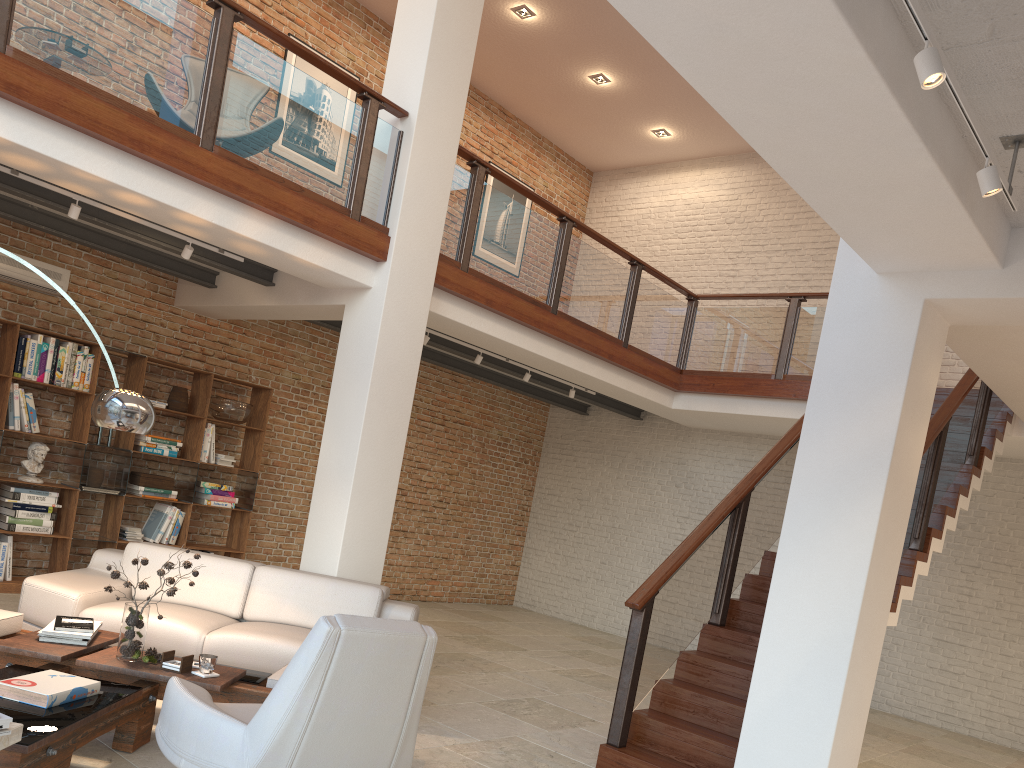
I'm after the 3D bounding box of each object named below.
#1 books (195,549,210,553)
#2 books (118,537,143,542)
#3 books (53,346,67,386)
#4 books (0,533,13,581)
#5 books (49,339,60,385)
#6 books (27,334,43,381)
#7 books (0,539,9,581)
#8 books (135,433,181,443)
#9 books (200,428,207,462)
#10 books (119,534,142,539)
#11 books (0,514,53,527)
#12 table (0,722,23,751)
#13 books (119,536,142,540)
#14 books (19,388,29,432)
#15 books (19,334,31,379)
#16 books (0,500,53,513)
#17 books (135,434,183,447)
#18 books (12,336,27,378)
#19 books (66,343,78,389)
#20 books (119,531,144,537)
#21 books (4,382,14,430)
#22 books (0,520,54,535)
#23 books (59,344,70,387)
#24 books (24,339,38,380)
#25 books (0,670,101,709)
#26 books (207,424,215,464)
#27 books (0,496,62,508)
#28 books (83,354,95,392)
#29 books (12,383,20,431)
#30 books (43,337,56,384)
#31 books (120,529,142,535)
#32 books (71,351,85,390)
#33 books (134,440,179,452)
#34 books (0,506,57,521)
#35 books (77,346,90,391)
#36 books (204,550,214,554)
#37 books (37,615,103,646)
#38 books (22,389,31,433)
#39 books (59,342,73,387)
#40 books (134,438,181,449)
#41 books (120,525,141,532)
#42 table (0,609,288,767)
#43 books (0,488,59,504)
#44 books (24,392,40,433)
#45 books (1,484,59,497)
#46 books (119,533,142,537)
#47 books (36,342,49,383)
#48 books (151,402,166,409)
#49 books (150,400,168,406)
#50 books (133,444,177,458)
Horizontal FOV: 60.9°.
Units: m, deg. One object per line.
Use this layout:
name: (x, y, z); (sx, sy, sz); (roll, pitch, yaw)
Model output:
books: (-3.111, 1.850, 8.713); (0.240, 0.384, 0.070); (10, 2, 40)
books: (-3.578, 1.436, 8.113); (0.233, 0.019, 0.174); (6, -9, 28)
books: (-3.858, -0.153, 7.346); (0.251, 0.329, 0.056); (10, 1, 40)
books: (-4.271, 1.447, 7.335); (0.240, 0.384, 0.080); (10, 2, 40)
books: (-3.894, -0.191, 7.318); (0.240, 0.383, 0.037); (10, 2, 40)
books: (-3.974, -0.220, 7.215); (0.240, 0.383, 0.037); (10, 2, 40)
books: (-4.299, 1.462, 7.275); (0.251, 0.329, 0.056); (10, 1, 40)
books: (-3.320, 0.496, 8.136); (0.268, 0.020, 0.363); (4, -10, 39)
books: (-3.062, 0.576, 8.430); (0.251, 0.329, 0.056); (10, 1, 40)
books: (-3.578, 1.406, 8.089); (0.249, 0.017, 0.165); (5, -9, 35)
books: (-4.135, 1.149, 7.392); (0.279, 0.055, 0.370); (4, -10, 43)
table: (-1.876, 1.273, 2.598); (0.495, 0.502, 0.497); (10, -2, 1)
books: (-3.574, 1.421, 8.102); (0.239, 0.008, 0.159); (5, -9, 35)
books: (-4.086, 0.210, 7.205); (0.268, 0.348, 0.126); (10, 1, 41)
books: (-4.041, -0.226, 7.158); (0.268, 0.358, 0.021); (10, 2, 40)
books: (-4.103, 1.028, 7.356); (0.251, 0.055, 0.333); (5, -9, 35)
books: (-3.309, 0.526, 8.126); (0.241, 0.036, 0.388); (5, -9, 34)
books: (-4.069, -0.221, 7.130); (0.251, 0.329, 0.056); (10, 1, 40)
books: (-3.797, -0.157, 7.434); (0.240, 0.383, 0.037); (10, 2, 40)
books: (-3.568, 1.384, 8.110); (0.233, 0.019, 0.174); (6, -9, 33)
books: (-4.151, 0.172, 7.143); (0.240, 0.383, 0.103); (10, 2, 41)
books: (-4.131, 1.210, 7.383); (0.241, 0.064, 0.388); (6, -9, 35)
books: (-3.842, -0.159, 7.384); (0.268, 0.358, 0.021); (10, 2, 40)
books: (-4.005, -0.203, 7.178); (0.251, 0.329, 0.056); (10, 1, 40)
books: (-1.950, 1.281, 3.671); (0.253, 0.056, 0.331); (9, -7, 11)
books: (-2.990, 0.577, 8.543); (0.240, 0.383, 0.103); (10, 2, 41)
books: (-4.095, 0.994, 7.375); (0.268, 0.020, 0.454); (4, -10, 40)
books: (-3.723, -0.099, 7.556); (0.251, 0.329, 0.056); (10, 1, 40)
books: (-4.110, 0.182, 7.157); (0.240, 0.383, 0.105); (10, 2, 41)
books: (-3.910, -0.199, 7.283); (0.240, 0.383, 0.037); (10, 2, 40)
books: (-3.570, 1.362, 8.087); (0.249, 0.017, 0.165); (4, -10, 40)
books: (-3.769, -0.120, 7.468); (0.251, 0.329, 0.056); (10, 1, 40)
books: (-3.344, 0.575, 8.127); (0.241, 0.036, 0.388); (4, -10, 40)
books: (-4.105, 1.094, 7.387); (0.241, 0.064, 0.387); (7, -8, 27)
books: (-3.737, -0.136, 7.507); (0.240, 0.383, 0.037); (10, 2, 40)
books: (-3.080, 1.859, 8.735); (0.240, 0.384, 0.070); (10, 2, 40)
books: (-2.308, 1.283, 4.560); (0.253, 0.074, 0.400); (13, -8, -17)
books: (-4.079, 0.214, 7.228); (0.268, 0.348, 0.126); (10, 1, 41)
books: (-3.831, -0.166, 7.415); (0.240, 0.383, 0.037); (10, 2, 40)
books: (-3.322, 0.552, 8.132); (0.241, 0.018, 0.387); (6, -9, 33)
books: (-3.560, 1.340, 8.099); (0.203, 0.033, 0.135); (5, -9, 35)
table: (-2.006, 1.485, 4.069); (2.204, 0.427, 1.987); (10, -7, 2)
books: (-4.095, 0.953, 7.391); (0.241, 0.064, 0.388); (6, -9, 35)
books: (-4.040, 0.234, 7.256); (0.251, 0.328, 0.160); (10, 0, 41)
books: (-4.086, 0.902, 7.382); (0.241, 0.036, 0.388); (4, -10, 40)
books: (-3.570, 1.396, 8.101); (0.239, 0.008, 0.159); (5, -9, 35)
books: (-3.960, -0.183, 7.262); (0.251, 0.329, 0.056); (10, 1, 40)
books: (-3.303, 0.187, 7.984); (0.131, 0.033, 0.210); (5, -9, 40)
books: (-3.307, 0.159, 7.983); (0.168, 0.019, 0.241); (6, -9, 34)
books: (-3.333, 0.625, 8.140); (0.333, 0.055, 0.252); (16, -9, -39)
